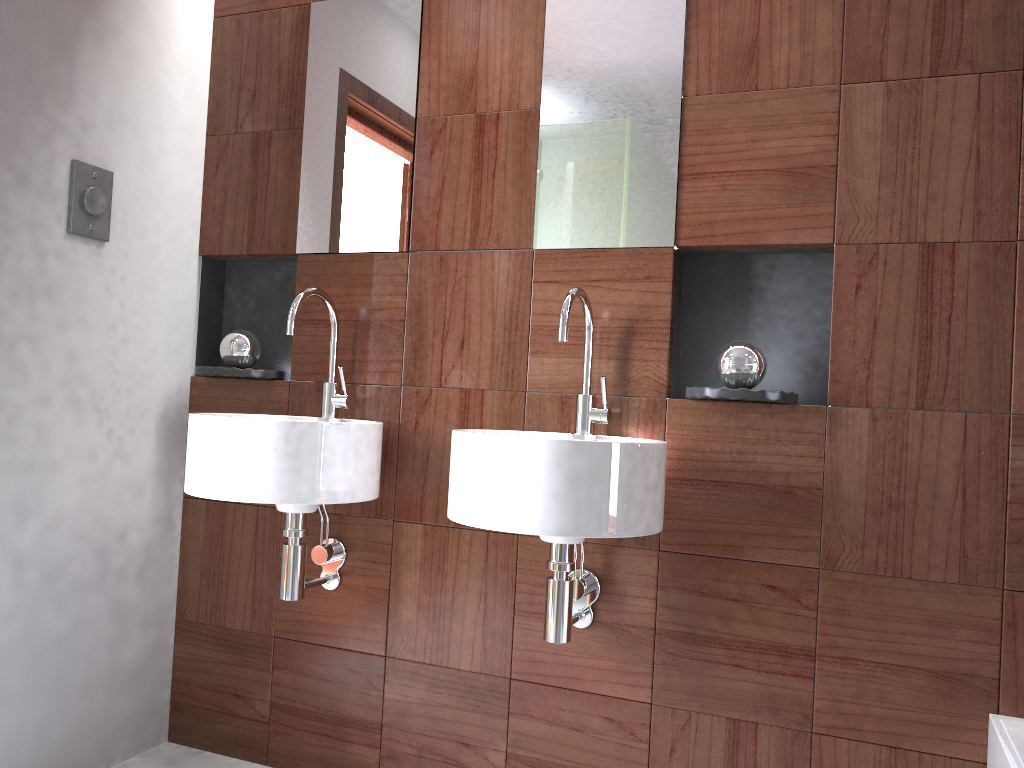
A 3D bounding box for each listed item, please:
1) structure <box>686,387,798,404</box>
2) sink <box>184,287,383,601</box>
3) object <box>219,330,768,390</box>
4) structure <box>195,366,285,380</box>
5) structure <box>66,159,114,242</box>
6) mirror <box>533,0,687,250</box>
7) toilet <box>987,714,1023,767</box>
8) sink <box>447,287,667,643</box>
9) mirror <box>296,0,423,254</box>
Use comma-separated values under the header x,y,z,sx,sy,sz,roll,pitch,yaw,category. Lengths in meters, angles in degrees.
x,y,z,sx,sy,sz,roll,pitch,yaw,category
0.465,0.023,1.801,0.220,0.023,0.222,3,-2,12,structure
-0.496,0.133,1.959,0.415,0.715,0.417,2,-2,22,sink
-0.115,-0.062,2.026,1.350,0.104,0.104,2,-2,22,object
-0.695,-0.027,2.272,0.222,0.023,0.220,4,-2,-18,structure
-0.949,-0.412,2.004,0.028,0.164,0.109,2,-2,22,structure
0.212,-0.611,1.930,0.316,0.635,0.010,2,-2,22,mirror
0.907,0.707,1.288,0.329,0.284,0.547,2,-2,22,toilet
0.089,0.158,1.721,0.415,0.715,0.417,2,-2,22,sink
-0.375,-0.637,2.168,0.316,0.635,0.010,2,-2,22,mirror
